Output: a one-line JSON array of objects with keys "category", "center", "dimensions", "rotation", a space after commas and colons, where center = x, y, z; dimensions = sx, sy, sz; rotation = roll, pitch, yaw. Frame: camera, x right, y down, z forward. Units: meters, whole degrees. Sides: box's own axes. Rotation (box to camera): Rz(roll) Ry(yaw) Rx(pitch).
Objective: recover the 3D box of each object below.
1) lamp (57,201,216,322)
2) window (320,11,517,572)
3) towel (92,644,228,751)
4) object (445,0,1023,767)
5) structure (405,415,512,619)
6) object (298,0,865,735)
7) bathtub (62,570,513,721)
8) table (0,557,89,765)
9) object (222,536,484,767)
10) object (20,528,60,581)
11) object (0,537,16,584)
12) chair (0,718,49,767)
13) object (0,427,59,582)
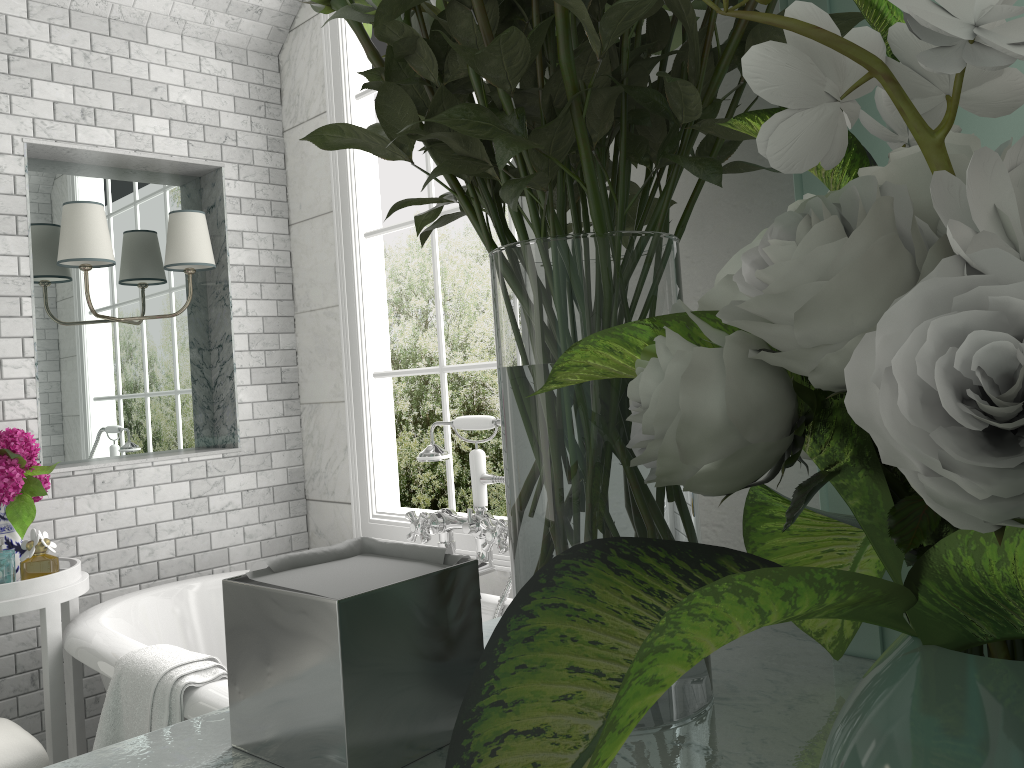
[{"category": "lamp", "center": [-1.364, -0.429, 3.192], "dimensions": [0.548, 0.384, 0.308], "rotation": [-4, -1, -44]}, {"category": "window", "center": [0.006, -0.586, 2.759], "dimensions": [0.118, 2.327, 1.827], "rotation": [-2, -2, -44]}, {"category": "towel", "center": [-0.741, 0.837, 2.012], "dimensions": [0.453, 0.464, 0.374], "rotation": [-3, -1, -42]}, {"category": "object", "center": [0.197, 0.010, 0.376], "dimensions": [0.453, 0.403, 0.393], "rotation": [-3, -1, -43]}, {"category": "structure", "center": [-0.077, 0.736, 2.411], "dimensions": [0.341, 1.287, 0.777], "rotation": [-3, -2, -34]}, {"category": "object", "center": [0.054, -0.106, 0.612], "dimensions": [0.356, 0.654, 0.390], "rotation": [-3, -2, -33]}, {"category": "bathtub", "center": [-0.386, 0.994, 2.220], "dimensions": [0.942, 0.759, 2.161], "rotation": [-3, 0, -44]}, {"category": "table", "center": [-1.422, 0.989, 2.501], "dimensions": [0.449, 0.907, 0.449], "rotation": [-4, -2, 8]}, {"category": "object", "center": [-0.103, 0.167, 0.584], "dimensions": [0.146, 0.113, 0.136], "rotation": [-4, -1, 41]}, {"category": "object", "center": [-1.312, 0.485, 2.457], "dimensions": [0.097, 0.168, 0.084], "rotation": [-3, -2, -24]}, {"category": "object", "center": [-1.406, 0.499, 2.419], "dimensions": [0.085, 0.154, 0.058], "rotation": [-3, -2, -24]}, {"category": "chair", "center": [-1.304, 1.138, 2.066], "dimensions": [0.366, 0.603, 0.370], "rotation": [-3, -2, -44]}, {"category": "object", "center": [-1.496, 0.345, 2.584], "dimensions": [0.296, 0.472, 0.332], "rotation": [-3, -2, -42]}]
